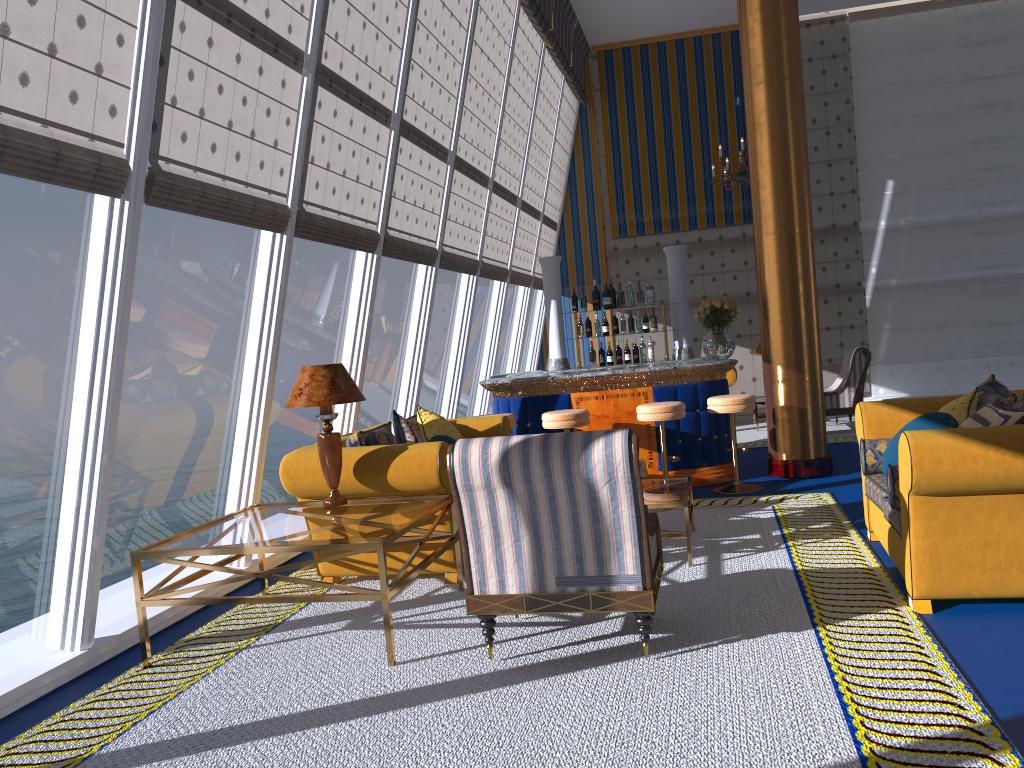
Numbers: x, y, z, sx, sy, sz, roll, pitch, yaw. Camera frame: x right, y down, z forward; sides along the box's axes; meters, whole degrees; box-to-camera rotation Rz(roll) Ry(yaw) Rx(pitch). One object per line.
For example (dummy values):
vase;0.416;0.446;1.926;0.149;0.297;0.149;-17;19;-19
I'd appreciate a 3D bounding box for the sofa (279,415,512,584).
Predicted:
sofa;-0.654;0.720;5.951;0.997;0.855;1.852;-4;3;13

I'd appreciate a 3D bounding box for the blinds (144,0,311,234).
blinds;-1.272;-2.592;4.581;0.871;3.396;1.370;-4;3;13

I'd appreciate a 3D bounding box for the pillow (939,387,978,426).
pillow;2.422;0.270;4.813;0.230;0.492;0.614;-4;3;18

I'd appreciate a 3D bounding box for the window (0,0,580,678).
window;-0.991;-1.805;6.894;1.612;5.859;15.520;-4;3;13

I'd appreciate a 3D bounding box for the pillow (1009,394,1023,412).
pillow;2.467;0.369;4.252;0.337;0.610;0.617;-4;3;18

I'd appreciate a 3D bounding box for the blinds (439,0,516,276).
blinds;-0.282;-2.876;9.000;0.871;3.396;1.370;-4;3;13

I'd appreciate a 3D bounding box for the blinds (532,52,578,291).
blinds;0.704;-3.158;13.398;0.871;3.396;1.370;-4;3;13

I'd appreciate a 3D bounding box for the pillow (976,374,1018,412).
pillow;2.588;0.301;4.830;0.352;0.673;0.604;-4;3;21

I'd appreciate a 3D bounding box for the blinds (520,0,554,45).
blinds;0.277;-4.510;10.132;0.337;0.831;1.530;-4;3;13

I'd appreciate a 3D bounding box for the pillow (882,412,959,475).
pillow;2.154;0.341;4.688;0.394;0.367;0.456;-6;3;-27

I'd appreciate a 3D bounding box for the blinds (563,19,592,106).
blinds;0.952;-4.704;13.145;0.337;0.831;1.530;-4;3;13

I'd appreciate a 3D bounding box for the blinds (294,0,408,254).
blinds;-0.945;-2.685;6.039;0.871;3.396;1.370;-4;3;13

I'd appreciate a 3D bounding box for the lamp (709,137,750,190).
lamp;2.822;-3.475;10.438;1.063;2.423;1.054;-6;3;-11

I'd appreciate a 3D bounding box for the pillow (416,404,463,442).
pillow;-0.489;0.423;6.204;0.326;0.583;0.581;-3;4;33

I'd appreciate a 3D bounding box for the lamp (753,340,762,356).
lamp;3.413;-0.218;11.654;0.447;0.784;0.445;-5;3;-3

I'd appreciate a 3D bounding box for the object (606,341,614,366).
object;0.971;-0.304;8.806;0.069;0.244;0.068;-5;3;-6

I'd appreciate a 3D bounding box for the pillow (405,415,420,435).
pillow;-0.726;0.500;6.256;0.245;0.547;0.612;-4;3;10

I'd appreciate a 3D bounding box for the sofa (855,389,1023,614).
sofa;2.427;0.530;4.599;1.006;0.855;1.855;-4;3;14

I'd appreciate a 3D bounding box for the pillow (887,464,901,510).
pillow;1.977;0.477;4.180;0.370;0.219;0.216;-4;3;17

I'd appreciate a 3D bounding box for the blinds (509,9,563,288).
blinds;0.379;-3.065;11.947;0.871;3.396;1.370;-4;3;13

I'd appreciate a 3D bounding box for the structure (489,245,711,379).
structure;0.912;-0.216;8.961;2.309;2.197;0.769;-5;3;3

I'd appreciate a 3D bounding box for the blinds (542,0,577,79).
blinds;0.614;-4.607;11.637;0.337;0.831;1.530;-4;3;13

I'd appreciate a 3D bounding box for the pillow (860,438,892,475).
pillow;2.225;0.412;5.139;0.375;0.219;0.216;-4;3;17

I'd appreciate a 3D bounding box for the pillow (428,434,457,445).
pillow;-0.386;0.527;5.859;0.317;0.404;0.477;-3;3;26

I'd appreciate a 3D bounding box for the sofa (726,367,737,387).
sofa;2.222;0.196;12.403;1.839;0.855;1.015;-4;3;14

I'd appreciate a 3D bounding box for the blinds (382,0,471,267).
blinds;-0.617;-2.780;7.504;0.871;3.396;1.370;-4;3;13

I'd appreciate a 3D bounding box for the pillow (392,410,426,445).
pillow;-0.609;0.461;5.675;0.280;0.619;0.693;-4;3;10

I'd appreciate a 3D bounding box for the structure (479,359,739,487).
structure;0.896;0.401;7.909;2.310;1.066;0.769;-5;3;1

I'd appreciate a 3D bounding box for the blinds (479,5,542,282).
blinds;0.041;-2.968;10.438;0.871;3.396;1.370;-4;3;13

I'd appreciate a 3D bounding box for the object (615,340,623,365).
object;1.058;-0.315;8.791;0.065;0.244;0.065;-5;3;-6

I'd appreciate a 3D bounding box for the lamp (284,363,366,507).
lamp;-1.017;0.283;4.932;0.442;0.784;0.450;-3;3;27

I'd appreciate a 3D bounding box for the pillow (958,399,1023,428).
pillow;2.266;0.327;4.281;0.326;0.456;0.523;-4;3;12

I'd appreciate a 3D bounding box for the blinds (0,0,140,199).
blinds;-1.607;-2.496;3.086;0.871;3.396;1.370;-4;3;13

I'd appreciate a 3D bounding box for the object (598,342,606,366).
object;0.892;-0.298;8.821;0.065;0.244;0.066;-4;3;16

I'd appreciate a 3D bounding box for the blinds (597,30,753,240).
blinds;2.738;-3.848;13.584;2.650;2.992;0.152;-4;3;12

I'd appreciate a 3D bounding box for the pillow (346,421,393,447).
pillow;-0.859;0.537;5.663;0.245;0.550;0.609;-4;3;10

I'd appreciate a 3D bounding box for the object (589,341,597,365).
object;0.798;-0.306;8.803;0.071;0.242;0.071;-5;3;-6
